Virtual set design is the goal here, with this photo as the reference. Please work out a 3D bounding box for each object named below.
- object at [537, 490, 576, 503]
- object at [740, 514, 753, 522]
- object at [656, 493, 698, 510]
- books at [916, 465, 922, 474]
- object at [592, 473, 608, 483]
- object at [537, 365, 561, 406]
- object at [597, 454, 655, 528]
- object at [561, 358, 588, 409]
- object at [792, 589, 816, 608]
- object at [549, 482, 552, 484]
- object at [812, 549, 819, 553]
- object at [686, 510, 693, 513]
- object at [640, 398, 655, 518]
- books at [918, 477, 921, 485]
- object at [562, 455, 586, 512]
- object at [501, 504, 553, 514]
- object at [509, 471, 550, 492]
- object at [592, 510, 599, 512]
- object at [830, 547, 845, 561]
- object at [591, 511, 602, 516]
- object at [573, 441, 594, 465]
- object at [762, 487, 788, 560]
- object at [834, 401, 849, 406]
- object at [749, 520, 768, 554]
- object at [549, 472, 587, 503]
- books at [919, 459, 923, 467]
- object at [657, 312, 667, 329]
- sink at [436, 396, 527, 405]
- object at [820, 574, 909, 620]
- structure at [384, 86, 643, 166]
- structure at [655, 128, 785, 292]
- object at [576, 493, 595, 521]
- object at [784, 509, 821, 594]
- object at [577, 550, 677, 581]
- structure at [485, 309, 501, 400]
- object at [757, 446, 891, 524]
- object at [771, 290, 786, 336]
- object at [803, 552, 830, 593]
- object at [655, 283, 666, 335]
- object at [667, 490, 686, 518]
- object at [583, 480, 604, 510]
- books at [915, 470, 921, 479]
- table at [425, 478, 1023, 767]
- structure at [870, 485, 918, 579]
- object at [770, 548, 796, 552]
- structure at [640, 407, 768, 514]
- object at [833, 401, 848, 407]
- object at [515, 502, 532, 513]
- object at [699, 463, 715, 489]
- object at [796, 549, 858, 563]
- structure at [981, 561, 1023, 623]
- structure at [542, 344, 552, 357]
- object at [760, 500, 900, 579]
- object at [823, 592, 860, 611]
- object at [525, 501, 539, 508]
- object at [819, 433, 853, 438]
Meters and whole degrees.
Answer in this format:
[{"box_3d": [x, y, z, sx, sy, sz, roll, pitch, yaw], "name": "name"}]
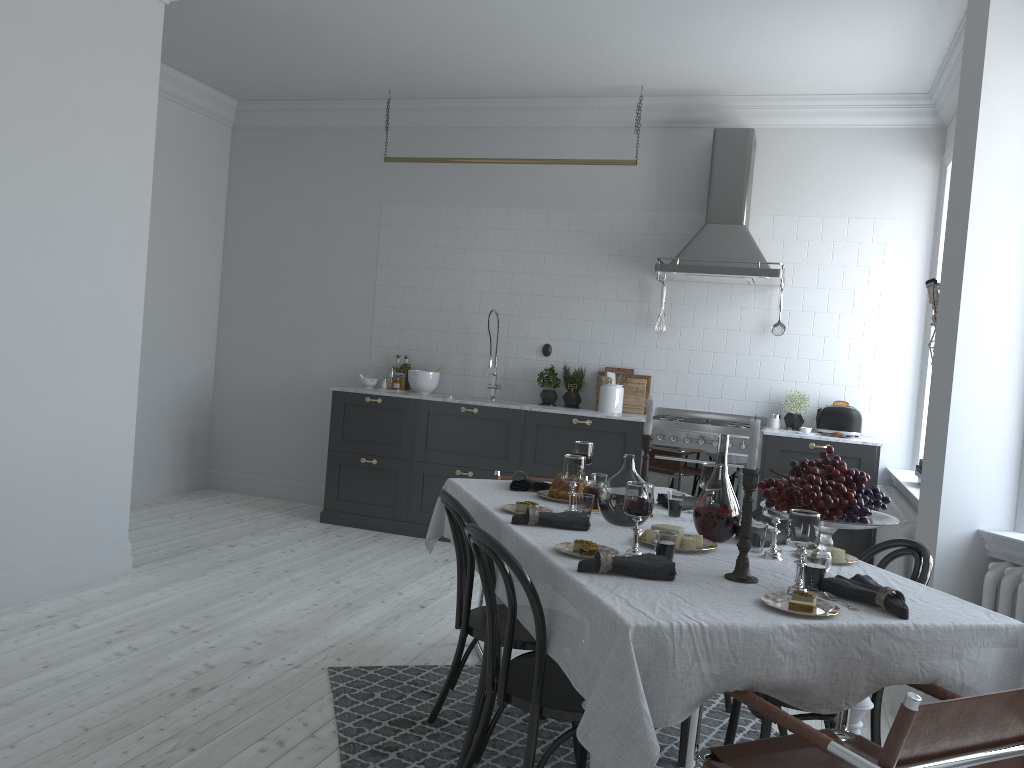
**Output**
[{"box_3d": [0.223, 0.448, 3.503, 0.251, 0.018, 0.251, 5, 2, 18], "name": "object"}, {"box_3d": [0.815, 0.504, 3.346, 0.182, 0.013, 0.182, 5, 2, 18], "name": "object"}, {"box_3d": [0.693, 0.464, 3.552, 0.247, 0.061, 0.165, 4, 2, -33], "name": "object"}, {"box_3d": [2.478, 0.507, 5.050, 0.287, 0.031, 0.351, 5, 2, 18], "name": "books"}, {"box_3d": [0.354, 0.415, 3.620, 0.066, 0.094, 0.066, 5, 2, 7], "name": "object"}, {"box_3d": [0.274, 0.007, 6.714, 0.172, 0.311, 0.179, 6, 2, 29], "name": "object"}, {"box_3d": [0.392, 0.363, 3.032, 0.194, 0.245, 0.194, 5, 2, 1], "name": "object"}, {"box_3d": [0.457, -0.004, 6.640, 0.196, 0.367, 0.186, 4, 2, -27], "name": "object"}, {"box_3d": [0.709, 0.521, 2.153, 0.057, 0.037, 0.021, 6, 2, 39], "name": "object"}, {"box_3d": [0.253, 0.442, 3.818, 0.182, 0.013, 0.182, 5, 2, 18], "name": "object"}, {"box_3d": [0.954, 0.521, 2.746, 0.039, 0.040, 0.078, 4, 2, -7], "name": "object"}, {"box_3d": [0.726, 0.494, 3.432, 0.131, 0.012, 0.031, 4, 2, -30], "name": "object"}, {"box_3d": [0.493, 0.269, 3.259, 0.089, 0.432, 0.089, 6, 2, 40], "name": "object"}, {"box_3d": [2.470, 0.575, 5.053, 0.259, 0.044, 0.351, 5, 2, 20], "name": "books"}, {"box_3d": [0.214, 0.361, 3.122, 0.083, 0.215, 0.083, 6, 2, 23], "name": "object"}, {"box_3d": [0.053, 0.447, 3.135, 0.182, 0.013, 0.182, 6, 2, 33], "name": "object"}, {"box_3d": [0.024, 0.404, 3.705, 0.165, 0.061, 0.247, 4, 2, -33], "name": "object"}, {"box_3d": [0.321, 0.455, 3.218, 0.167, 0.031, 0.031, 3, 2, -37], "name": "object"}, {"box_3d": [0.995, 0.525, 2.756, 0.040, 0.039, 0.077, 4, 2, -12], "name": "object"}, {"box_3d": [0.335, 0.469, 3.231, 0.150, 0.009, 0.075, 3, 2, -37], "name": "object"}, {"box_3d": [0.291, 0.349, 3.688, 0.083, 0.215, 0.083, 6, 2, 23], "name": "object"}, {"box_3d": [0.801, 0.424, 2.696, 0.083, 0.215, 0.083, 5, 2, 13], "name": "object"}, {"box_3d": [2.261, 0.169, 6.100, 0.107, 0.110, 0.010, 5, 2, 22], "name": "object"}, {"box_3d": [0.760, 0.477, 2.760, 0.066, 0.094, 0.066, 6, 2, 29], "name": "object"}, {"box_3d": [0.216, 0.406, 3.498, 0.191, 0.105, 0.164, 6, 2, 37], "name": "object"}, {"box_3d": [2.480, 0.473, 5.062, 0.259, 0.038, 0.325, 5, 2, 20], "name": "books"}, {"box_3d": [1.103, -0.572, 6.482, 0.066, 0.332, 0.024, 6, 2, 23], "name": "object"}, {"box_3d": [-0.238, 0.225, 6.634, 0.669, 0.203, 0.384, 5, 2, 18], "name": "sink"}, {"box_3d": [0.932, 0.527, 2.242, 0.165, 0.061, 0.247, 4, 2, -33], "name": "object"}, {"box_3d": [-0.038, -1.903, 6.535, 1.988, 0.556, 0.053, 5, 2, 18], "name": "structure"}, {"box_3d": [1.489, -1.221, 6.141, 0.843, 1.079, 0.567, 5, 2, 18], "name": "structure"}, {"box_3d": [0.247, 0.426, 3.034, 0.066, 0.094, 0.066, 5, 2, 7], "name": "object"}, {"box_3d": [0.737, 0.432, 2.260, 0.083, 0.215, 0.083, 6, 2, 23], "name": "object"}, {"box_3d": [0.315, 0.473, 2.317, 0.247, 0.061, 0.165, 4, 2, -33], "name": "object"}, {"box_3d": [-0.150, -0.219, 6.730, 0.100, 0.692, 0.266, 5, 2, 18], "name": "structure"}, {"box_3d": [0.884, 0.284, 2.462, 0.347, 0.215, 0.318, 4, 2, -20], "name": "object"}, {"box_3d": [1.881, -0.500, 6.221, 0.101, 0.331, 0.030, 6, 2, 28], "name": "object"}, {"box_3d": [0.790, 0.494, 2.318, 0.066, 0.094, 0.066, 5, 2, 7], "name": "object"}, {"box_3d": [1.092, -0.548, 6.451, 0.074, 0.381, 0.076, 5, 2, -2], "name": "object"}, {"box_3d": [0.607, 0.447, 3.294, 0.066, 0.094, 0.066, 5, 2, 7], "name": "object"}, {"box_3d": [0.310, 0.417, 3.334, 0.091, 0.101, 0.091, 4, 2, -27], "name": "object"}, {"box_3d": [2.468, 0.537, 5.065, 0.259, 0.031, 0.328, 5, 2, 16], "name": "books"}, {"box_3d": [0.446, 0.909, 2.995, 1.210, 0.842, 2.179, 4, 2, -15], "name": "table"}, {"box_3d": [2.265, 1.059, 5.181, 0.245, 0.753, 1.673, 5, 2, 18], "name": "structure"}, {"box_3d": [0.869, 0.526, 2.812, 0.131, 0.012, 0.031, 4, 2, -30], "name": "object"}, {"box_3d": [1.314, 0.753, 6.168, 0.779, 1.096, 0.651, 5, 2, 18], "name": "structure"}, {"box_3d": [2.231, 0.173, 6.029, 0.107, 0.110, 0.010, 5, 2, 22], "name": "object"}, {"box_3d": [0.041, 0.434, 3.129, 0.057, 0.037, 0.021, 5, 2, 8], "name": "object"}, {"box_3d": [0.721, 0.400, 3.229, 0.083, 0.215, 0.083, 6, 2, 23], "name": "object"}, {"box_3d": [0.973, 0.536, 2.746, 0.182, 0.013, 0.182, 5, 2, 18], "name": "object"}, {"box_3d": [2.214, 1.131, 2.841, 0.245, 0.753, 1.710, 4, 2, -19], "name": "structure"}, {"box_3d": [0.267, -0.260, 6.826, 0.079, 0.103, 0.032, 5, 2, 18], "name": "structure"}, {"box_3d": [0.875, 0.448, 2.478, 0.367, 0.188, 0.367, 4, 2, -31], "name": "object"}, {"box_3d": [0.821, 0.541, 2.208, 0.031, 0.012, 0.131, 4, 2, -20], "name": "object"}, {"box_3d": [0.066, 0.435, 3.151, 0.057, 0.037, 0.021, 6, 2, 36], "name": "object"}, {"box_3d": [2.129, 0.340, 5.824, 0.209, 0.011, 0.209, 3, 2, -34], "name": "object"}]
